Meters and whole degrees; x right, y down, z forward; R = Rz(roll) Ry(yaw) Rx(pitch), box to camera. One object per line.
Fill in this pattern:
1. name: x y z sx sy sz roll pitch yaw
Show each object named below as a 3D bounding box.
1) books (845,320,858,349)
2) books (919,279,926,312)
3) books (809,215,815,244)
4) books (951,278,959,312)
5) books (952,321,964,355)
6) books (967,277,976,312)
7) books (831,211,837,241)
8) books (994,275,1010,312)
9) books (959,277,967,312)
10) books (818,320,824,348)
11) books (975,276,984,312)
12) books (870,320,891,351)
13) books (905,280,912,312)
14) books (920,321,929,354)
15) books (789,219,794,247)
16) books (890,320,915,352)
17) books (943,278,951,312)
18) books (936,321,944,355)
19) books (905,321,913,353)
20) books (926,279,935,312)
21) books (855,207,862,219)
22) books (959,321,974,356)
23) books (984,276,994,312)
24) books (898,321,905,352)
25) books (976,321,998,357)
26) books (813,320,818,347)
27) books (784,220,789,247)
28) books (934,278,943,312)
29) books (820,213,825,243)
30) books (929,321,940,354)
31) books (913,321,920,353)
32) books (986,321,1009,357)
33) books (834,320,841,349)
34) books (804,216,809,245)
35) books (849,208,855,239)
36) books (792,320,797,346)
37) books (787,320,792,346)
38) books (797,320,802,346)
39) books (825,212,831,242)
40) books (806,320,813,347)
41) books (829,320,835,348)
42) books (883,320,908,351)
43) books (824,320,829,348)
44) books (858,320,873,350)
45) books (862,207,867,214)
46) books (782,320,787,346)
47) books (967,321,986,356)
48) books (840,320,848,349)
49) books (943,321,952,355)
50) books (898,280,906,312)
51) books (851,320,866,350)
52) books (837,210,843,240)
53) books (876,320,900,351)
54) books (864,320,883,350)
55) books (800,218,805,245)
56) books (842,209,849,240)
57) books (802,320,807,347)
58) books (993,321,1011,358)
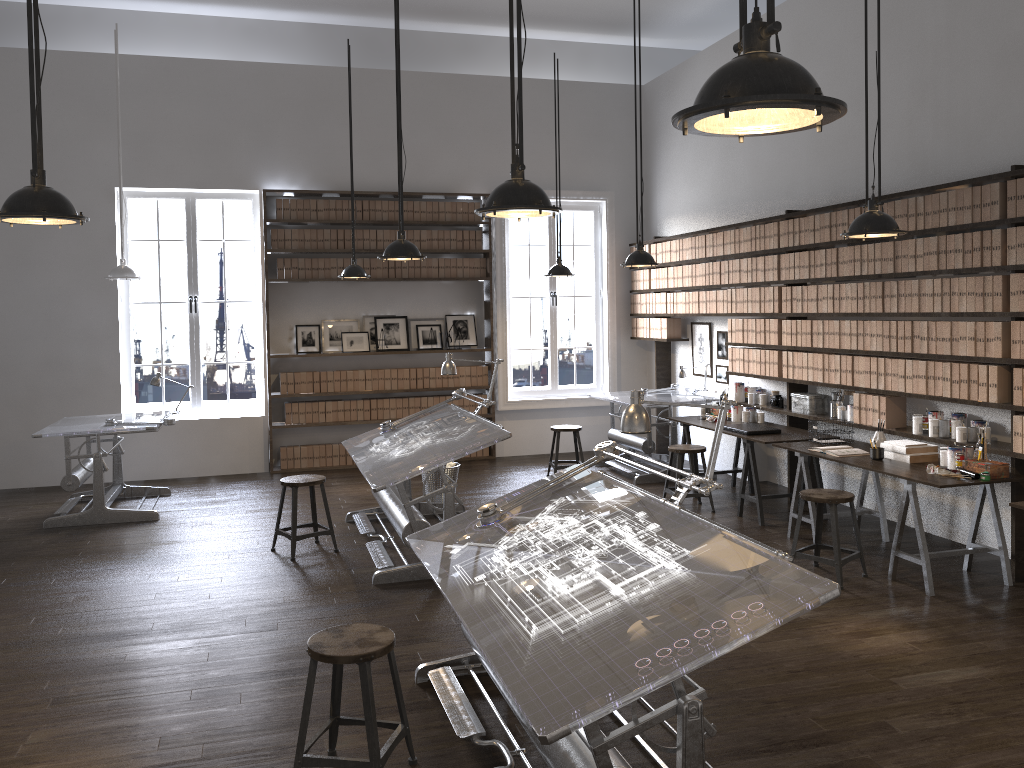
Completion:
1. books: 2.597 -0.366 6.654 0.174 0.225 0.067 -2 2 -16
2. books: 2.809 -0.585 5.899 0.174 0.225 0.067 -2 2 -16
3. books: 2.460 -1.226 7.047 0.174 0.225 0.067 -2 2 -16
4. books: 2.888 -0.564 5.636 0.174 0.225 0.067 -2 2 -16
5. books: 2.893 -0.287 5.634 0.174 0.225 0.067 -2 2 -16
6. books: 2.920 -0.553 5.497 0.174 0.225 0.067 -2 2 -16
7. books: 2.539 -1.206 6.789 0.174 0.225 0.067 -2 2 -16
8. books: 2.981 -0.539 5.307 0.174 0.225 0.067 -2 2 -16
9. books: 2.904 -0.559 5.567 0.174 0.225 0.067 -2 2 -16
10. books: 2.502 -0.391 6.979 0.174 0.225 0.067 -2 2 -16
11. books: 2.939 -0.548 5.433 0.174 0.225 0.067 -2 2 -16
12. books: 2.676 -0.345 6.383 0.174 0.225 0.067 -2 2 -16
13. books: 2.773 -0.595 6.029 0.174 0.225 0.067 -2 2 -16
14. books: 2.814 -0.307 5.898 0.174 0.225 0.067 -2 2 -16
15. books: 2.380 -1.247 7.318 0.174 0.225 0.067 -2 2 -16
16. books: 2.734 -0.329 6.183 0.174 0.225 0.067 -2 2 -16
17. books: 2.867 -0.569 5.702 0.174 0.225 0.067 -2 2 -16
18. books: 2.857 -0.297 5.763 0.174 0.225 0.067 -2 2 -16
19. books: 2.773 -0.318 6.038 0.174 0.225 0.067 -2 2 -16
20. books: 2.825 -0.580 5.839 0.174 0.225 0.067 -2 2 -16
21. books: 2.614 -1.184 6.511 0.174 0.225 0.067 -2 2 -16
22. books: 2.909 -0.282 5.573 0.174 0.225 0.067 -2 2 -16
23. books: 2.961 -0.544 5.374 0.174 0.225 0.067 -2 2 -16
24. books: 2.758 -0.324 6.111 0.174 0.225 0.067 -2 2 -16
25. books: 2.949 -0.272 5.442 0.174 0.225 0.067 -2 2 -16
26. books: 2.487 -0.396 7.048 0.174 0.225 0.067 -2 2 -16
27. books: 2.360 -1.252 7.387 0.174 0.225 0.067 -2 2 -16
28. books: 2.844 -0.574 5.769 0.174 0.225 0.067 -2 2 -16
29. books: 2.501 -1.216 6.918 0.174 0.225 0.067 -2 2 -16
30. books: 2.838 -0.302 5.831 0.174 0.225 0.067 -2 2 -16
31. books: 2.799 -0.313 5.968 0.174 0.225 0.067 -2 2 -16
32. books: 2.970 -0.267 5.376 0.174 0.225 0.067 -2 2 -16
33. books: 2.559 -0.375 6.778 0.174 0.225 0.067 -2 2 -16
34. books: 2.444 -1.231 7.115 0.174 0.225 0.067 -2 2 -16
35. books: 2.599 -1.190 6.585 0.174 0.225 0.067 -2 2 -16
36. books: 2.403 -0.417 7.313 0.174 0.225 0.067 -2 2 -16
37. books: 2.383 -0.422 7.383 0.174 0.225 0.067 -2 2 -16
38. books: 2.425 -0.412 7.254 0.174 0.225 0.067 -2 2 -16
39. books: 2.515 -1.211 6.852 0.174 0.225 0.067 -2 2 -16
40. books: 2.461 -0.402 7.119 0.174 0.225 0.067 -2 2 -16
41. books: 2.545 -0.381 6.844 0.174 0.225 0.067 -2 2 -16
42. books: 2.713 -0.334 6.243 0.174 0.225 0.067 -2 2 -16
43. books: 2.526 -0.386 6.912 0.174 0.225 0.067 -2 2 -16
44. books: 2.639 -0.355 6.517 0.174 0.225 0.067 -2 2 -16
45. books: 2.640 -1.179 6.442 0.174 0.225 0.067 -2 2 -16
46. books: 2.367 -0.428 7.453 0.174 0.225 0.067 -2 2 -16
47. books: 2.926 -0.277 5.509 0.174 0.225 0.067 -2 2 -16
48. books: 2.582 -0.371 6.715 0.174 0.225 0.067 -2 2 -16
49. books: 2.871 -0.291 5.697 0.174 0.225 0.067 -2 2 -16
50. books: 2.754 -0.600 6.097 0.174 0.225 0.067 -2 2 -16
51. books: 2.616 -0.360 6.584 0.174 0.225 0.067 -2 2 -16
52. books: 2.559 -1.201 6.721 0.174 0.225 0.067 -2 2 -16
53. books: 2.693 -0.339 6.312 0.174 0.225 0.067 -2 2 -16
54. books: 2.660 -0.350 6.451 0.174 0.225 0.067 -2 2 -16
55. books: 2.427 -1.236 7.183 0.174 0.225 0.067 -2 2 -16
56. books: 2.575 -1.195 6.652 0.174 0.225 0.067 -2 2 -16
57. books: 2.446 -0.407 7.192 0.174 0.225 0.067 -2 2 -16
58. books: 2.982 -0.262 5.311 0.174 0.225 0.067 -2 2 -16
